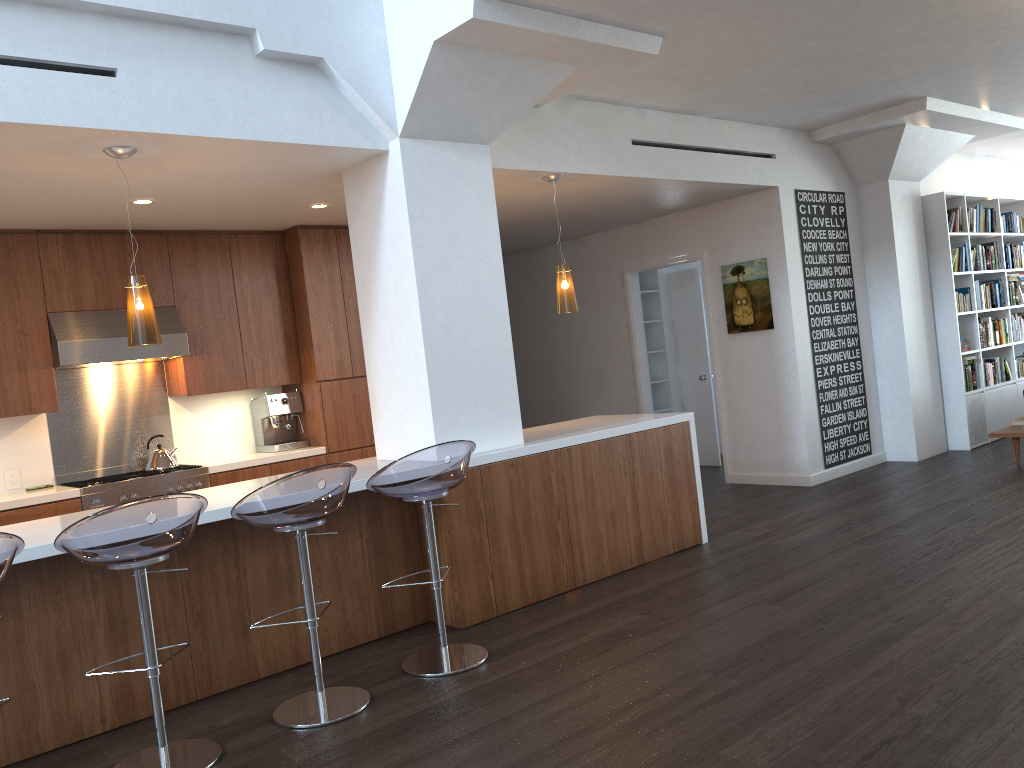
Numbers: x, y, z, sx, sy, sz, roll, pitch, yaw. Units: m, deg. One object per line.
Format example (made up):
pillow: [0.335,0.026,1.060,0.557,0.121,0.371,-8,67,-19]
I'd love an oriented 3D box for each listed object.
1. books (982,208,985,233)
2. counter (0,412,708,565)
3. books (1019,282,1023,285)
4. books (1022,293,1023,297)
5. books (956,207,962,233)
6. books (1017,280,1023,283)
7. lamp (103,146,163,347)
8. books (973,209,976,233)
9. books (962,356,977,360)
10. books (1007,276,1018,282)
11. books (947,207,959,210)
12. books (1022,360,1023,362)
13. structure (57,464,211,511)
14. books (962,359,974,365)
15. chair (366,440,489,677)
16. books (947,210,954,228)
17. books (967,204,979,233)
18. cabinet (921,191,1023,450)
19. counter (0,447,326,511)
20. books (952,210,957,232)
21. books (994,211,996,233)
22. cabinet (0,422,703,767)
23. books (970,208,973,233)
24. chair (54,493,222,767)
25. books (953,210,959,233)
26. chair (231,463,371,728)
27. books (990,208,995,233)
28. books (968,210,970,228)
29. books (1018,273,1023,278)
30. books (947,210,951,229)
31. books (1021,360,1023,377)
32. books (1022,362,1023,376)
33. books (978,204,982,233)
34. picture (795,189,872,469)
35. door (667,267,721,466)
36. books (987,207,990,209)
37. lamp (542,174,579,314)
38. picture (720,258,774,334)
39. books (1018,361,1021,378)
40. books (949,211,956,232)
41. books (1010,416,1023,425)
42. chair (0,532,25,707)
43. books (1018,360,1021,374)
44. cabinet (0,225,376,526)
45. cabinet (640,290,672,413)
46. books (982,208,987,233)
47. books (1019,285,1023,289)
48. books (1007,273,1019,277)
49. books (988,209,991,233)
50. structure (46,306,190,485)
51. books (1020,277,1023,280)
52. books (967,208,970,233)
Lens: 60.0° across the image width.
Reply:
books: [4.630,-1.614,8.854,0.089,0.248,0.159,-8,2,-40]
counter: [-1.440,1.005,2.910,3.039,0.860,8.182,-6,2,21]
books: [5.440,-1.072,9.536,0.223,0.033,0.161,-8,2,-40]
books: [5.432,-0.948,9.541,0.259,0.042,0.180,-8,2,-40]
books: [4.232,-1.562,8.526,0.118,0.251,0.170,-8,2,-40]
books: [5.445,-1.103,9.562,0.223,0.027,0.161,-5,2,39]
lamp: [-0.459,-1.231,4.083,2.842,1.807,0.149,-7,2,-1]
books: [4.459,-1.587,8.714,0.105,0.242,0.174,-8,2,-40]
books: [4.286,-0.242,8.472,0.161,0.027,0.223,-8,2,-31]
books: [5.146,-1.085,9.264,0.240,0.045,0.174,-8,2,-41]
books: [4.198,-1.555,8.499,0.089,0.248,0.159,-8,2,-40]
books: [5.351,-0.162,9.355,0.020,0.167,0.120,-8,2,-40]
structure: [-2.469,1.058,5.923,0.811,0.919,0.662,-8,2,-40]
books: [4.302,-0.208,8.493,0.174,0.045,0.240,-5,2,39]
chair: [-0.366,0.766,4.056,0.530,1.014,0.481,-8,2,-38]
books: [4.038,-1.515,8.353,0.188,0.215,0.182,-8,2,-40]
books: [4.519,-1.620,8.775,0.125,0.293,0.176,-8,2,-40]
cabinet: [5.682,-0.809,9.847,4.500,2.414,0.461,-8,2,-40]
counter: [-3.225,0.736,5.346,4.387,0.050,0.600,-8,2,-40]
books: [4.155,-1.534,8.453,0.101,0.218,0.161,-8,2,-40]
books: [4.844,-1.638,9.050,0.077,0.233,0.167,-8,2,-40]
cabinet: [-0.794,0.902,4.656,4.493,0.796,0.898,-8,2,-40]
books: [4.416,-1.585,8.683,0.118,0.251,0.170,-8,2,-40]
chair: [-1.336,0.903,3.253,0.530,1.014,0.481,-8,2,-42]
books: [4.182,-1.540,8.474,0.084,0.222,0.161,-8,2,-40]
chair: [-0.843,0.834,3.650,0.530,1.014,0.481,-8,2,-42]
books: [4.795,-1.641,8.999,0.077,0.255,0.182,-8,2,-40]
books: [4.366,-1.563,8.630,0.084,0.222,0.161,-8,2,-40]
books: [5.447,-1.162,9.531,0.185,0.043,0.129,-7,2,-26]
books: [4.063,-1.524,8.405,0.173,0.226,0.182,-8,2,-40]
books: [5.306,-0.158,9.321,0.018,0.171,0.109,-8,2,-40]
books: [5.324,-0.151,9.329,0.019,0.153,0.110,-8,2,-40]
books: [4.564,-1.626,8.818,0.136,0.290,0.197,-8,2,-40]
picture: [2.827,-0.501,7.752,0.800,2.380,0.021,-8,2,-40]
door: [1.754,-0.153,9.348,0.174,2.032,0.826,-8,2,-40]
books: [4.745,-1.640,8.985,0.103,0.265,0.180,-8,2,-40]
lamp: [0.318,-0.915,5.831,0.149,0.900,0.149,-7,2,5]
picture: [2.024,-0.752,7.646,0.030,0.600,0.450,-8,2,-40]
books: [5.234,-0.151,9.263,0.022,0.178,0.128,-8,2,-40]
books: [4.101,-1.521,8.418,0.162,0.210,0.167,-8,2,-40]
books: [4.503,0.311,7.657,0.334,0.045,0.241,-8,2,-39]
chair: [-1.797,0.969,2.824,0.530,1.014,0.481,-8,2,-38]
books: [5.250,-0.154,9.278,0.021,0.178,0.128,-8,2,-40]
cabinet: [-2.928,0.275,5.628,5.299,2.499,0.598,-8,2,-40]
cabinet: [2.049,-0.676,9.928,2.630,2.991,0.527,-8,2,-40]
books: [4.656,-1.619,8.873,0.098,0.253,0.182,-8,2,-40]
books: [5.443,-1.036,9.528,0.253,0.042,0.183,-8,2,-40]
books: [5.130,-1.120,9.242,0.161,0.027,0.223,-8,2,-31]
books: [4.720,-1.624,8.932,0.085,0.243,0.174,-8,2,-40]
structure: [-2.629,0.066,5.946,0.811,1.110,0.529,-8,2,-40]
books: [5.449,-1.129,9.539,0.208,0.024,0.144,-8,2,-35]
books: [4.383,-1.579,8.656,0.089,0.248,0.159,-8,2,-40]
